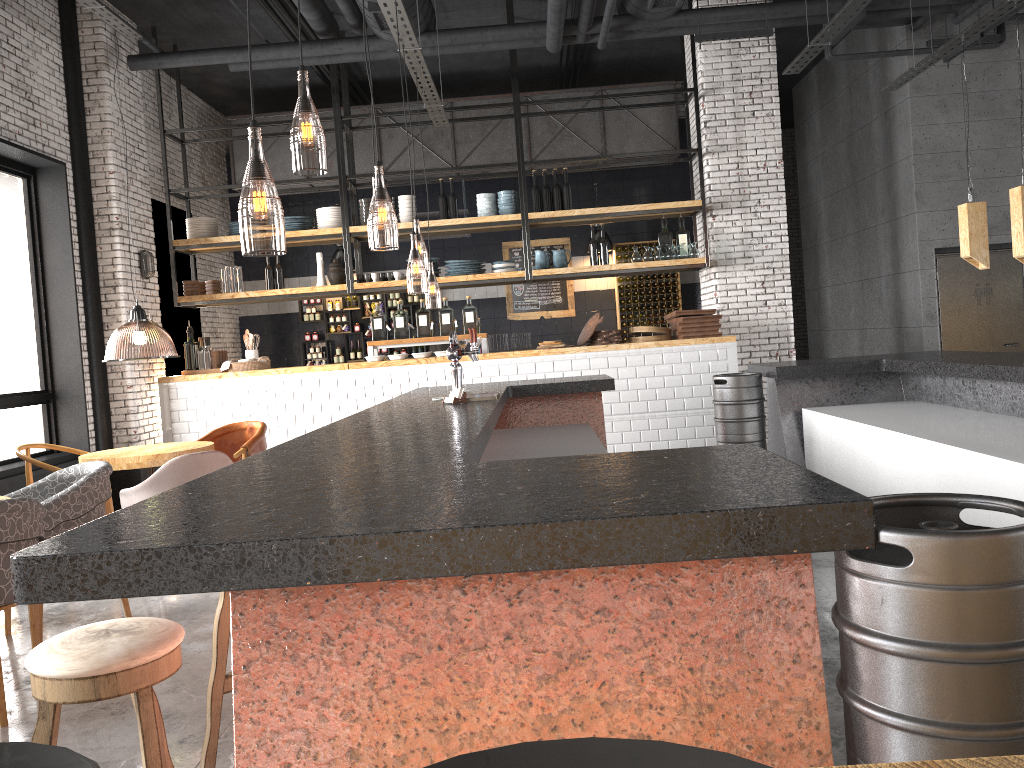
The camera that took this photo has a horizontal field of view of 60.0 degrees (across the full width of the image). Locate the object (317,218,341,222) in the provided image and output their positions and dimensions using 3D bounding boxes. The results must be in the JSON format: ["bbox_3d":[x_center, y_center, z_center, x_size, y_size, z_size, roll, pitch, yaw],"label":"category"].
[{"bbox_3d":[-1.956,-1.771,9.656,0.335,0.040,0.334,-7,4,-44],"label":"object"}]

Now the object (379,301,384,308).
[{"bbox_3d":[-1.870,-1.132,12.658,0.092,0.108,0.105,-4,2,13],"label":"object"}]

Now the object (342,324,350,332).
[{"bbox_3d":[-2.368,-0.804,12.679,0.092,0.108,0.105,-4,2,13],"label":"object"}]

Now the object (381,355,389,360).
[{"bbox_3d":[-1.812,-0.361,12.678,0.089,0.108,0.106,-6,3,-38],"label":"object"}]

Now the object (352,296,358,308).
[{"bbox_3d":[-2.246,-1.226,12.668,0.079,0.280,0.079,-5,2,-20],"label":"object"}]

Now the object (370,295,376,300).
[{"bbox_3d":[-1.988,-1.280,12.641,0.079,0.156,0.079,-3,2,37],"label":"object"}]

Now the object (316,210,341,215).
[{"bbox_3d":[-1.961,-1.845,9.656,0.335,0.044,0.334,-6,3,-28],"label":"object"}]

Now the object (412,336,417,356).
[{"bbox_3d":[-1.398,-0.545,12.664,0.079,0.280,0.079,-4,2,20],"label":"object"}]

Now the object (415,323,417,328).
[{"bbox_3d":[-1.329,-0.855,12.652,0.089,0.108,0.106,-6,3,-38],"label":"object"}]

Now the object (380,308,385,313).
[{"bbox_3d":[-1.863,-1.031,12.661,0.092,0.108,0.105,-4,2,13],"label":"object"}]

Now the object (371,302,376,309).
[{"bbox_3d":[-1.962,-1.125,12.659,0.089,0.108,0.106,-6,3,-38],"label":"object"}]

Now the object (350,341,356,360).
[{"bbox_3d":[-2.282,-0.481,12.688,0.079,0.280,0.079,-4,2,10],"label":"object"}]

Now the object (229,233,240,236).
[{"bbox_3d":[-2.855,-1.606,9.683,0.454,0.033,0.454,-4,3,10],"label":"object"}]

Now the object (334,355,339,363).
[{"bbox_3d":[-2.512,-0.356,12.681,0.076,0.111,0.076,-5,2,-23],"label":"object"}]

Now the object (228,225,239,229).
[{"bbox_3d":[-2.862,-1.701,9.680,0.454,0.043,0.454,-4,3,7],"label":"object"}]

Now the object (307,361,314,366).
[{"bbox_3d":[-2.906,-0.284,12.707,0.119,0.111,0.085,-6,3,-40],"label":"object"}]

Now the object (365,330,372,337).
[{"bbox_3d":[-2.058,-0.724,12.677,0.119,0.111,0.085,-5,2,-30],"label":"object"}]

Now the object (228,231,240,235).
[{"bbox_3d":[-2.858,-1.630,9.682,0.454,0.043,0.454,-4,3,4],"label":"object"}]

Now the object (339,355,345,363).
[{"bbox_3d":[-2.430,-0.362,12.681,0.076,0.111,0.076,-4,2,7],"label":"object"}]

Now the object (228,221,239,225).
[{"bbox_3d":[-2.866,-1.748,9.678,0.454,0.050,0.454,-3,3,15],"label":"object"}]

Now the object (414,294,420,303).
[{"bbox_3d":[-1.363,-1.289,12.645,0.079,0.280,0.079,-4,2,-5],"label":"object"}]

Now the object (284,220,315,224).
[{"bbox_3d":[-2.375,-1.735,9.668,0.454,0.037,0.454,-7,4,-44],"label":"object"}]

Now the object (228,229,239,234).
[{"bbox_3d":[-2.860,-1.654,9.682,0.454,0.044,0.454,-4,3,-3],"label":"object"}]

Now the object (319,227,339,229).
[{"bbox_3d":[-1.948,-1.674,9.659,0.334,0.033,0.335,-2,3,40],"label":"object"}]

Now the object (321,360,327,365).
[{"bbox_3d":[-2.695,-0.294,12.714,0.090,0.101,0.111,-5,3,-32],"label":"object"}]

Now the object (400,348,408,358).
[{"bbox_3d":[-1.544,-0.441,12.677,0.100,0.139,0.088,-4,2,2],"label":"object"}]

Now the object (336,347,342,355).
[{"bbox_3d":[-2.480,-0.470,12.680,0.076,0.111,0.076,-4,2,-3],"label":"object"}]

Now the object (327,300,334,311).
[{"bbox_3d":[-2.593,-1.116,12.661,0.079,0.156,0.079,-3,2,32],"label":"object"}]

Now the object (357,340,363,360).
[{"bbox_3d":[-2.187,-0.488,12.686,0.079,0.280,0.079,-5,2,-30],"label":"object"}]

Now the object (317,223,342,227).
[{"bbox_3d":[-1.951,-1.713,9.658,0.335,0.037,0.334,-6,3,-32],"label":"object"}]

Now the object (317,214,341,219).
[{"bbox_3d":[-1.959,-1.806,9.655,0.334,0.043,0.335,-5,3,-15],"label":"object"}]

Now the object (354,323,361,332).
[{"bbox_3d":[-2.209,-0.809,12.683,0.100,0.139,0.088,-4,2,2],"label":"object"}]

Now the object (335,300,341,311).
[{"bbox_3d":[-2.485,-1.123,12.658,0.079,0.156,0.079,-5,2,-13],"label":"object"}]

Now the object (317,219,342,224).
[{"bbox_3d":[-1.954,-1.752,9.658,0.335,0.039,0.334,-6,3,-32],"label":"object"}]

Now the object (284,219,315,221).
[{"bbox_3d":[-2.377,-1.760,9.666,0.454,0.050,0.453,-5,3,-23],"label":"object"}]

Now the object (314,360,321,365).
[{"bbox_3d":[-2.794,-0.288,12.716,0.090,0.101,0.111,-6,3,-37],"label":"object"}]

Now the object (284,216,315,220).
[{"bbox_3d":[-2.378,-1.782,9.666,0.454,0.039,0.454,-3,3,21],"label":"object"}]

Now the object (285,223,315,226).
[{"bbox_3d":[-2.373,-1.712,9.668,0.454,0.038,0.454,-4,3,3],"label":"object"}]

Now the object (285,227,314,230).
[{"bbox_3d":[-2.369,-1.665,9.670,0.454,0.045,0.454,-5,3,-24],"label":"object"}]

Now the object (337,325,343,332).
[{"bbox_3d":[-2.459,-0.797,12.681,0.089,0.108,0.106,-6,3,-38],"label":"object"}]

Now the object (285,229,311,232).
[{"bbox_3d":[-2.368,-1.641,9.670,0.454,0.033,0.454,-4,3,10],"label":"object"}]

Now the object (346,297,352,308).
[{"bbox_3d":[-2.339,-1.220,12.671,0.079,0.280,0.079,-4,2,5],"label":"object"}]

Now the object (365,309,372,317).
[{"bbox_3d":[-2.056,-1.017,12.665,0.089,0.108,0.106,-6,3,-38],"label":"object"}]

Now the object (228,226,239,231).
[{"bbox_3d":[-2.860,-1.677,9.681,0.454,0.038,0.454,-5,3,-22],"label":"object"}]

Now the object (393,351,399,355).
[{"bbox_3d":[-1.656,-0.417,12.659,0.076,0.111,0.076,-5,2,-33],"label":"object"}]

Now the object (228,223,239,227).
[{"bbox_3d":[-2.865,-1.724,9.680,0.454,0.047,0.454,-4,3,-1],"label":"object"}]

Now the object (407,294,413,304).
[{"bbox_3d":[-1.457,-1.283,12.648,0.079,0.280,0.079,-5,2,-25],"label":"object"}]

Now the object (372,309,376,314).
[{"bbox_3d":[-1.958,-1.026,12.662,0.092,0.112,0.100,-5,2,-12],"label":"object"}]

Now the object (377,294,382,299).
[{"bbox_3d":[-1.893,-1.287,12.639,0.079,0.156,0.079,-5,2,-13],"label":"object"}]

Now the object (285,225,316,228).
[{"bbox_3d":[-2.372,-1.688,9.669,0.454,0.042,0.454,-6,3,-38],"label":"object"}]

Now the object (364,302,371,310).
[{"bbox_3d":[-2.067,-1.120,12.661,0.092,0.112,0.100,-5,2,-12],"label":"object"}]

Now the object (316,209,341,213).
[{"bbox_3d":[-1.963,-1.864,9.654,0.335,0.039,0.335,-5,3,-23],"label":"object"}]

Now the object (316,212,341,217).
[{"bbox_3d":[-1.960,-1.826,9.656,0.335,0.041,0.334,-6,3,-29],"label":"object"}]

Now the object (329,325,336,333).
[{"bbox_3d":[-2.565,-0.792,12.683,0.092,0.112,0.100,-5,2,-12],"label":"object"}]

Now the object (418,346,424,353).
[{"bbox_3d":[-1.308,-0.551,12.665,0.079,0.280,0.079,-4,2,5],"label":"object"}]

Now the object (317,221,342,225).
[{"bbox_3d":[-1.953,-1.732,9.657,0.335,0.040,0.334,-6,3,-35],"label":"object"}]

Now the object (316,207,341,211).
[{"bbox_3d":[-1.964,-1.884,9.654,0.335,0.039,0.334,-5,3,-25],"label":"object"}]

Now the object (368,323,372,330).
[{"bbox_3d":[-2.009,-0.825,12.682,0.090,0.101,0.111,-5,3,-32],"label":"object"}]
